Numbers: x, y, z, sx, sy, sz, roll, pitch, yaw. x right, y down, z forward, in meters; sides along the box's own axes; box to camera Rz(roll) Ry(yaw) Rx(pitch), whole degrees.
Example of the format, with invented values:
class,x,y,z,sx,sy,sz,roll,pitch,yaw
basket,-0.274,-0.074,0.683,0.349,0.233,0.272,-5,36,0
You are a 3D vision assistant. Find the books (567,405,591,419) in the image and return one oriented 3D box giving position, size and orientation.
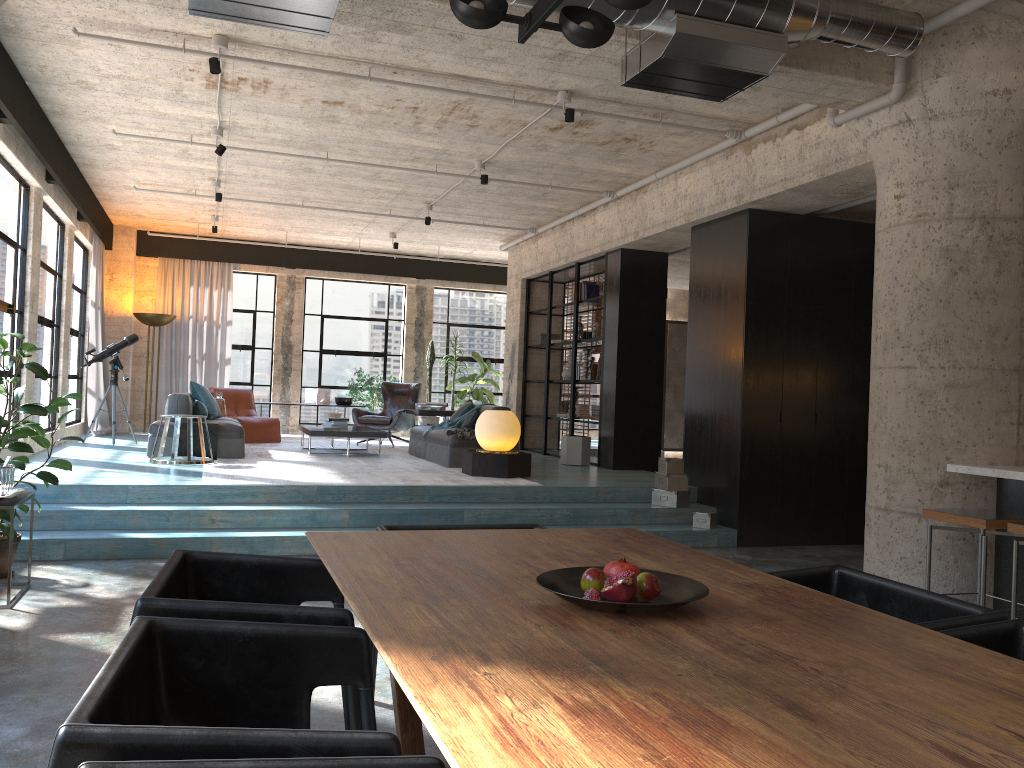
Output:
class,x,y,z,sx,sy,sz,roll,pitch,yaw
books,0.914,0.378,12.016,0.257,0.188,0.306,2,-1,36

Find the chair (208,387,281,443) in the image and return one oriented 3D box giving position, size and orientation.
class,x,y,z,sx,sy,sz,roll,pitch,yaw
chair,-3.829,0.443,12.614,0.920,0.759,0.801,2,-1,41

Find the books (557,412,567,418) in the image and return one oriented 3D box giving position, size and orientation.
class,x,y,z,sx,sy,sz,roll,pitch,yaw
books,0.791,0.437,12.325,0.231,0.068,0.319,3,-1,-27

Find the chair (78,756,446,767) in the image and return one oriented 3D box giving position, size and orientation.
class,x,y,z,sx,sy,sz,roll,pitch,yaw
chair,-0.282,0.902,0.986,0.754,0.738,0.707,3,-1,-19

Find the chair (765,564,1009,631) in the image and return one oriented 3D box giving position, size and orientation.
class,x,y,z,sx,sy,sz,roll,pitch,yaw
chair,0.989,0.973,2.636,0.754,0.738,0.707,3,-1,-19

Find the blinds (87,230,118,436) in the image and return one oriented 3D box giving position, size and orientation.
class,x,y,z,sx,sy,sz,roll,pitch,yaw
blinds,-5.899,-0.751,12.853,0.384,2.985,1.131,3,-1,-19

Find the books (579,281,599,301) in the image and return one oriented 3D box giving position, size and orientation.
class,x,y,z,sx,sy,sz,roll,pitch,yaw
books,1.025,-1.216,11.758,0.221,0.298,0.258,3,-1,-19

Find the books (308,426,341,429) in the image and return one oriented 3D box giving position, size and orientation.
class,x,y,z,sx,sy,sz,roll,pitch,yaw
books,-2.259,0.523,10.683,0.252,0.011,0.318,2,-1,31

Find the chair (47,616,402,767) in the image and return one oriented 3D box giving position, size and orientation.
class,x,y,z,sx,sy,sz,roll,pitch,yaw
chair,-0.555,0.900,1.730,0.754,0.738,0.707,2,-1,-14

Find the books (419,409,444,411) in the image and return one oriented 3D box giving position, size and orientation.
class,x,y,z,sx,sy,sz,roll,pitch,yaw
books,-1.098,0.345,11.958,0.252,0.011,0.318,3,-1,-32

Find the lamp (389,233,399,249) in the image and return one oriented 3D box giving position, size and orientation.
class,x,y,z,sx,sy,sz,roll,pitch,yaw
lamp,-1.798,-2.173,13.504,0.143,0.223,0.107,2,-1,-6

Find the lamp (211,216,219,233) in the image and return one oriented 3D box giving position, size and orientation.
class,x,y,z,sx,sy,sz,roll,pitch,yaw
lamp,-4.250,-2.281,12.693,0.107,0.223,0.143,2,-1,4

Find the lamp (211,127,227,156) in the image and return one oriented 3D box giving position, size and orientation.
class,x,y,z,sx,sy,sz,roll,pitch,yaw
lamp,-2.751,-2.262,8.316,0.144,0.252,0.107,3,-1,-35

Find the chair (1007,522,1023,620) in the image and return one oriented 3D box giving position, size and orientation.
class,x,y,z,sx,sy,sz,roll,pitch,yaw
chair,2.903,1.093,4.565,0.450,0.698,0.450,3,-1,-19

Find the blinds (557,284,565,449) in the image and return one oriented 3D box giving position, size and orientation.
class,x,y,z,sx,sy,sz,roll,pitch,yaw
blinds,1.254,-0.073,12.154,0.136,3.160,2.915,3,-1,-19

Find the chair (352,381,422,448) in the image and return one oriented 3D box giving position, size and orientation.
class,x,y,z,sx,sy,sz,roll,pitch,yaw
chair,-1.762,0.431,12.934,0.820,0.940,0.975,2,-1,21

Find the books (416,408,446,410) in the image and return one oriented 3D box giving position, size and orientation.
class,x,y,z,sx,sy,sz,roll,pitch,yaw
books,-1.092,0.334,11.943,0.252,0.011,0.318,3,-1,-42

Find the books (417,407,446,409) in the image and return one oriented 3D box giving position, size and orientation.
class,x,y,z,sx,sy,sz,roll,pitch,yaw
books,-1.089,0.324,11.962,0.252,0.011,0.318,3,-1,-42

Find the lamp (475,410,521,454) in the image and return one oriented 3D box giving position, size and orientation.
class,x,y,z,sx,sy,sz,roll,pitch,yaw
lamp,-0.143,0.475,8.925,0.462,0.417,0.462,2,-1,9

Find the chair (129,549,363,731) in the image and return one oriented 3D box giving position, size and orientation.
class,x,y,z,sx,sy,sz,roll,pitch,yaw
chair,-0.780,0.902,2.546,0.754,0.738,0.707,2,-1,-14

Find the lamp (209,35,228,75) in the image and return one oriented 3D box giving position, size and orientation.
class,x,y,z,sx,sy,sz,roll,pitch,yaw
lamp,-2.029,-2.269,6.132,0.107,0.236,0.145,3,-1,-36

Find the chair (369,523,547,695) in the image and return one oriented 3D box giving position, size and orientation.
class,x,y,z,sx,sy,sz,roll,pitch,yaw
chair,-0.143,0.938,3.382,0.707,0.738,0.754,3,-1,-19

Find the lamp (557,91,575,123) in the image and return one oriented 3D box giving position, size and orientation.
class,x,y,z,sx,sy,sz,roll,pitch,yaw
lamp,0.419,-2.171,6.953,0.141,0.215,0.107,3,-1,-36

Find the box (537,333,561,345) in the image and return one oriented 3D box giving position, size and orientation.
class,x,y,z,sx,sy,sz,roll,pitch,yaw
box,0.531,-0.641,12.856,0.306,0.157,0.312,2,-1,-9

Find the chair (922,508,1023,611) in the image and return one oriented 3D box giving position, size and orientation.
class,x,y,z,sx,sy,sz,roll,pitch,yaw
chair,2.682,1.090,5.063,0.450,0.698,0.450,3,-1,-19

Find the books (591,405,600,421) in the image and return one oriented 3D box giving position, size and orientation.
class,x,y,z,sx,sy,sz,roll,pitch,yaw
books,1.219,0.378,11.387,0.274,0.197,0.393,3,-1,-19

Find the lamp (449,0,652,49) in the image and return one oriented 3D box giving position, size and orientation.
class,x,y,z,sx,sy,sz,roll,pitch,yaw
lamp,0.348,-1.820,2.247,0.583,1.327,1.813,3,-1,-19

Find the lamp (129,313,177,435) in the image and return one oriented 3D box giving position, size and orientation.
class,x,y,z,sx,sy,sz,roll,pitch,yaw
lamp,-5.473,-0.145,13.493,0.619,1.822,0.619,3,-1,-19

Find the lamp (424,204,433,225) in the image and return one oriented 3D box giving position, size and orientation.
class,x,y,z,sx,sy,sz,roll,pitch,yaw
lamp,-1.067,-2.157,11.328,0.107,0.252,0.144,2,-1,13

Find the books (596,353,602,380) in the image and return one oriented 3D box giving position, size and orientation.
class,x,y,z,sx,sy,sz,roll,pitch,yaw
books,1.207,-0.216,11.348,0.216,0.354,0.256,3,-1,-19

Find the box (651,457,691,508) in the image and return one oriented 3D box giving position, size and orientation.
class,x,y,z,sx,sy,sz,roll,pitch,yaw
box,1.476,0.908,8.218,0.280,0.441,0.331,3,-1,-30

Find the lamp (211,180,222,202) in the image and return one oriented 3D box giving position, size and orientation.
class,x,y,z,sx,sy,sz,roll,pitch,yaw
lamp,-3.497,-2.279,10.491,0.107,0.223,0.143,2,-1,15

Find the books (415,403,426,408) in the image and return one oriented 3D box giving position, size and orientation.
class,x,y,z,sx,sy,sz,roll,pitch,yaw
books,-1.216,0.313,12.362,0.278,0.075,0.320,2,-1,-14

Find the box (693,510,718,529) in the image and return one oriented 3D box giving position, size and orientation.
class,x,y,z,sx,sy,sz,roll,pitch,yaw
box,1.733,1.216,7.951,0.172,0.140,0.187,2,-1,34

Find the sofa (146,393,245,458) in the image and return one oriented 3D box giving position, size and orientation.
class,x,y,z,sx,sy,sz,roll,pitch,yaw
sofa,-3.699,0.450,10.495,1.019,0.680,2.063,3,-1,-19

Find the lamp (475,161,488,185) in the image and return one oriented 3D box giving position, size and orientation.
class,x,y,z,sx,sy,sz,roll,pitch,yaw
lamp,-0.319,-2.173,9.143,0.141,0.215,0.107,3,-1,-36

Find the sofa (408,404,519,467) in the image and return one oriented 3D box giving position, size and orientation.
class,x,y,z,sx,sy,sz,roll,pitch,yaw
sofa,-0.541,0.579,10.680,1.019,0.680,2.063,3,-1,-19

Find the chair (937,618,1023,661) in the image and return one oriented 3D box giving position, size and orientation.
class,x,y,z,sx,sy,sz,roll,pitch,yaw
chair,1.217,0.974,1.939,0.754,0.738,0.707,3,-1,-19

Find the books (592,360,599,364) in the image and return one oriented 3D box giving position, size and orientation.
class,x,y,z,sx,sy,sz,roll,pitch,yaw
books,1.111,-0.182,12.204,0.147,0.299,0.547,3,-1,-19

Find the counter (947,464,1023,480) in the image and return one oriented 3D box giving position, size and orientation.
class,x,y,z,sx,sy,sz,roll,pitch,yaw
counter,3.732,0.541,4.002,1.000,0.046,3.500,3,-1,-19

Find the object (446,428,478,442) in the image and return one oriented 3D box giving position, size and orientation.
class,x,y,z,sx,sy,sz,roll,pitch,yaw
object,-0.515,0.568,9.826,0.433,0.185,0.429,3,-1,-23

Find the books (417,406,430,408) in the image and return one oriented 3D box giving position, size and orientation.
class,x,y,z,sx,sy,sz,roll,pitch,yaw
books,-1.090,0.314,11.971,0.252,0.011,0.318,3,-1,-37

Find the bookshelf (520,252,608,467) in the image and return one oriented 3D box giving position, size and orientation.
class,x,y,z,sx,sy,sz,roll,pitch,yaw
bookshelf,0.927,-0.279,12.037,0.628,2.571,2.900,3,-1,-19

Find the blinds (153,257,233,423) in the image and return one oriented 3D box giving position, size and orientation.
class,x,y,z,sx,sy,sz,roll,pitch,yaw
blinds,-5.134,-0.695,14.280,1.187,2.986,0.404,3,-1,-18

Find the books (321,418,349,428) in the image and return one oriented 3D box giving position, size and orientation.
class,x,y,z,sx,sy,sz,roll,pitch,yaw
books,-2.227,0.490,11.259,0.279,0.116,0.322,3,-1,-34

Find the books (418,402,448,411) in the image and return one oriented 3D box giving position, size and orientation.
class,x,y,z,sx,sy,sz,roll,pitch,yaw
books,-1.062,0.301,11.895,0.322,0.109,0.273,2,-1,21

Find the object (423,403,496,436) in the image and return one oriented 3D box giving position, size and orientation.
class,x,y,z,sx,sy,sz,roll,pitch,yaw
object,-0.570,0.442,10.754,0.985,0.438,0.444,2,-1,8
